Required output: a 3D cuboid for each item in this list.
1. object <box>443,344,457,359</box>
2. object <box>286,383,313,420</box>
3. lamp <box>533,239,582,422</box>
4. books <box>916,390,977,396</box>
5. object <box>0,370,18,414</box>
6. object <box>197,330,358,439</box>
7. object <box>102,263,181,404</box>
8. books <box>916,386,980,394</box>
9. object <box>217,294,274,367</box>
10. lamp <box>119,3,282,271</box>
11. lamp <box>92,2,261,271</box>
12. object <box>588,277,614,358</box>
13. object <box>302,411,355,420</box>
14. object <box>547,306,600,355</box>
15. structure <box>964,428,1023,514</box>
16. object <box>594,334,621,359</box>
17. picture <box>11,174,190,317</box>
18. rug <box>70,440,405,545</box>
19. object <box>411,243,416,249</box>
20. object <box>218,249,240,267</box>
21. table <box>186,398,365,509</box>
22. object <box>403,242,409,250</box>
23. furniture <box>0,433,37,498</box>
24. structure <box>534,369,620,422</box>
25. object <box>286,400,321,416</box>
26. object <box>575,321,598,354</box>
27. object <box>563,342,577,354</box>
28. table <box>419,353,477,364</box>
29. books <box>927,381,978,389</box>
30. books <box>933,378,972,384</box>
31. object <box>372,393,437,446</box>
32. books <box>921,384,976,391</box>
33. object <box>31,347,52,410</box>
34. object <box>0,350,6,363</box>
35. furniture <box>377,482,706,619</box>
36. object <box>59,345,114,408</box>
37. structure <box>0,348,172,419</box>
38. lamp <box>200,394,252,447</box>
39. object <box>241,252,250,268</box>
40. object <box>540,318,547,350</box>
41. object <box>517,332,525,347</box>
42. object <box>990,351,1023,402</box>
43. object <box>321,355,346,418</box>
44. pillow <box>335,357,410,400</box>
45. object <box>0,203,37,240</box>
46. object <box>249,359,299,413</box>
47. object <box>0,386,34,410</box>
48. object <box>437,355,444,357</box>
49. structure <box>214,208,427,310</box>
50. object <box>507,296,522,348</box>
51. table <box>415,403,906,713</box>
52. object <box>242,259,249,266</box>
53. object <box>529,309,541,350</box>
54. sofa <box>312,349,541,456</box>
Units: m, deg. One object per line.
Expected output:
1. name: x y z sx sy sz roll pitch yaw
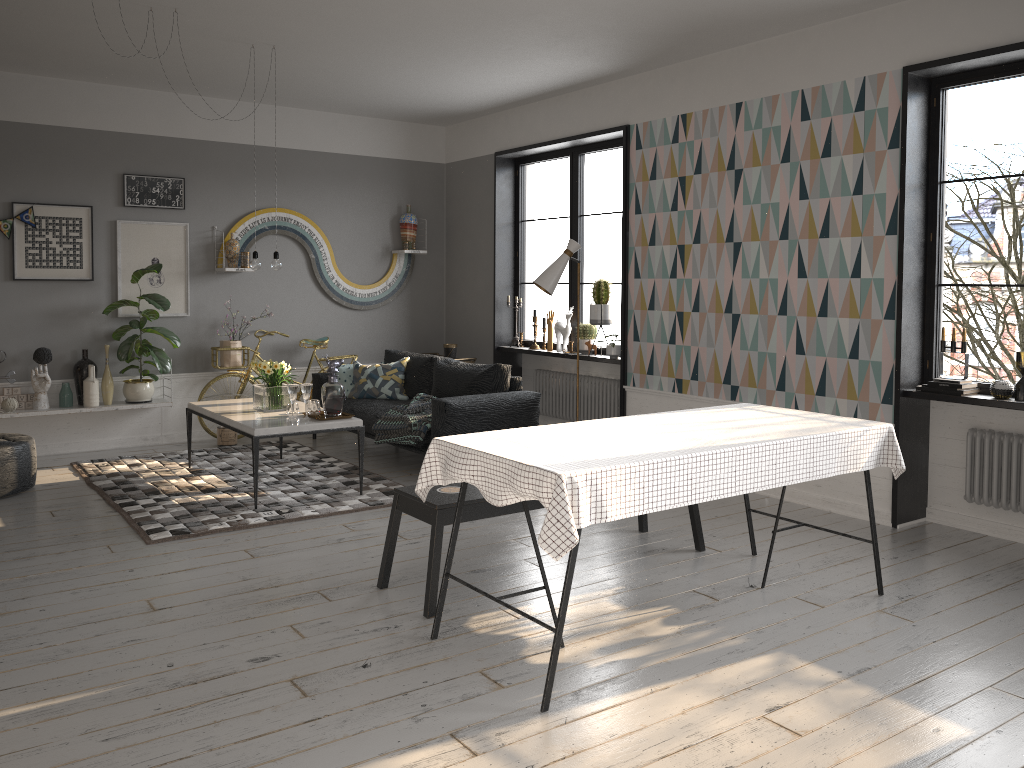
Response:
1. object: -0.596 -0.303 8.521 0.141 0.160 0.139 1 4 3
2. object: -1.364 0.115 5.685 0.168 0.226 0.082 -1 3 -24
3. lamp: 0.704 -0.161 6.189 1.248 1.696 0.681 -3 4 -37
4. books: 2.429 0.044 4.947 0.162 0.011 0.269 -4 8 -32
5. object: -4.021 0.008 6.637 0.546 0.438 0.239 -3 5 -35
6. object: -2.020 -0.015 8.030 1.629 0.966 0.427 -5 6 -44
7. object: -3.037 -0.418 7.276 0.567 1.146 0.417 1 3 4
8. books: 2.436 0.029 4.949 0.184 0.019 0.272 -4 8 -36
9. object: -2.332 -0.465 7.758 0.488 0.639 0.254 -1 3 -18
10. lamp: -1.887 -1.478 5.461 0.074 1.530 1.401 1 4 24
11. lamp: -2.024 -1.477 5.439 0.074 1.530 1.401 1 4 24
12. object: 0.728 -0.555 7.230 0.236 0.668 0.229 2 3 25
13. object: -1.210 0.205 5.814 0.247 0.015 0.319 -4 8 -35
14. object: 0.513 -0.466 7.637 0.135 0.408 0.665 -2 6 -34
15. structure: 2.922 0.513 4.507 0.149 0.426 1.227 -2 6 -37
16. object: 0.806 -0.305 7.085 0.247 0.203 0.171 -3 5 -33
17. picture: -4.611 -0.708 3.911 7.303 1.788 4.053 -4 7 -35
18. rug: -1.930 0.662 6.207 1.772 0.034 2.535 -4 8 -35
19. object: -0.965 -1.352 8.679 0.050 0.058 0.050 4 6 44
20. object: -2.448 -1.086 7.659 0.197 0.165 0.060 0 3 -2
21. table: -1.670 0.435 6.103 0.733 0.509 1.461 -3 7 -35
22. object: -1.040 -1.351 8.668 0.060 0.079 0.060 4 5 43
23. furniture: -3.525 0.535 5.787 0.737 0.355 0.737 5 8 41
24. structure: 0.581 0.126 7.807 0.149 0.426 1.227 -2 6 -37
25. object: -1.327 0.167 5.874 0.246 0.087 0.280 4 7 32
26. object: 0.642 -0.397 7.539 0.234 0.282 0.214 3 5 29
27. object: 0.511 -0.314 7.630 0.123 0.098 0.123 -1 5 -13
28. table: -0.684 0.060 8.724 0.339 0.677 0.745 -2 5 -35
29. books: 2.446 0.002 4.915 0.162 0.022 0.199 -4 8 -34
30. books: 2.445 -0.018 4.909 0.124 0.017 0.154 -4 8 -34
31. object: -0.688 0.278 6.556 0.491 0.328 0.668 -4 7 -40
32. books: 2.438 0.015 4.939 0.174 0.011 0.217 -3 7 -29
33. object: -3.669 -0.045 6.905 0.155 0.481 0.137 -2 4 -36
34. object: -4.019 -0.026 6.816 0.222 0.462 0.019 -2 3 -35
35. furniture: 0.199 0.672 4.317 1.672 0.454 0.467 -4 6 -35
36. object: -3.403 -0.066 7.074 0.332 0.486 0.287 1 4 15
37. structure: -4.023 0.032 6.672 2.779 0.484 0.309 -4 6 -35
38. lamp: -2.418 0.305 7.509 0.432 0.436 0.434 0 5 -5
39. object: -2.336 -1.085 7.756 0.086 0.139 0.086 -3 5 -43
40. object: 0.292 -0.461 8.025 0.075 0.300 0.076 0 3 -5
41. object: 0.086 -0.426 8.369 0.084 0.151 0.085 -2 4 -32
42. object: 2.620 -0.046 4.660 0.115 0.256 0.195 -1 4 -25
43. object: -1.162 0.011 5.760 0.156 0.415 0.149 -1 3 -16
44. pillow: -1.202 -0.055 7.685 0.800 0.361 0.444 5 7 37
45. object: -4.081 -1.232 6.717 0.915 0.338 0.057 -4 5 -36
46. object: -1.643 0.004 6.093 0.325 0.350 0.353 -2 5 -33
47. object: -3.852 0.109 6.897 0.265 0.173 0.078 -3 4 -30
48. object: -0.770 -0.269 8.835 0.247 0.015 0.319 -4 8 -35
49. structure: -1.724 -1.162 8.267 2.025 0.952 0.267 -4 5 -35
50. object: 0.022 -0.589 8.314 0.145 0.488 0.163 0 3 1
51. table: 0.680 0.581 3.685 2.028 0.781 0.934 -4 6 -35
52. object: -2.362 -1.066 7.835 0.062 0.081 0.062 3 5 30
53. object: 0.210 -0.502 8.052 0.123 0.374 0.123 -1 3 -31
54. sofa: -0.800 0.179 7.217 0.971 0.794 2.349 -3 7 -36
